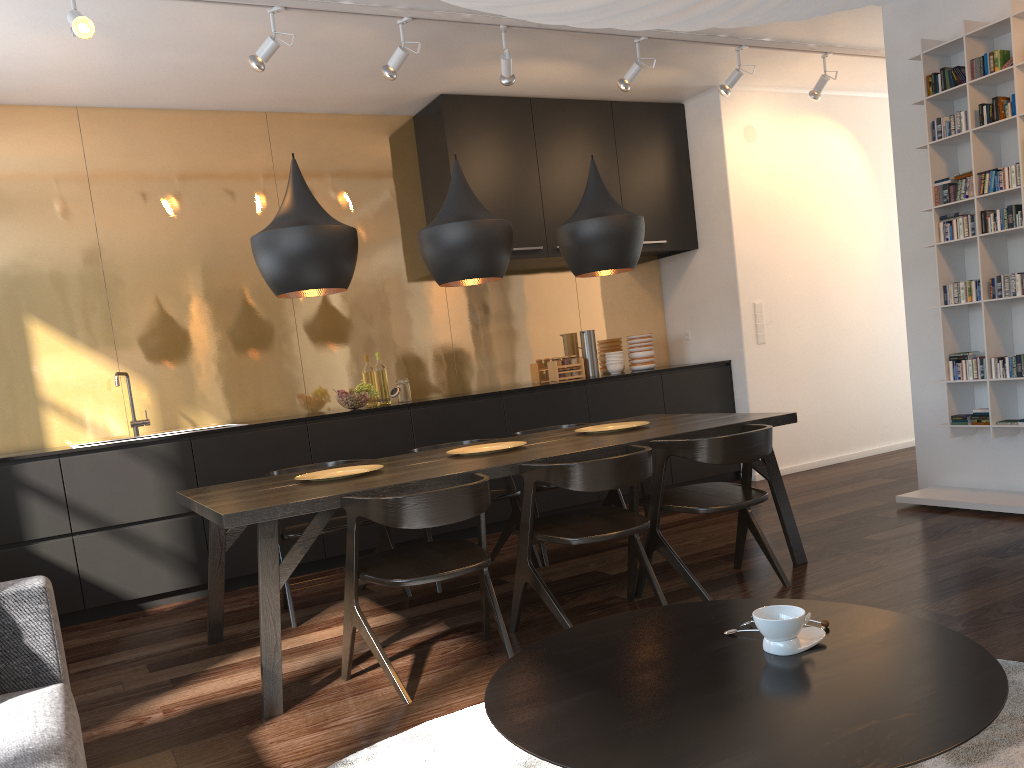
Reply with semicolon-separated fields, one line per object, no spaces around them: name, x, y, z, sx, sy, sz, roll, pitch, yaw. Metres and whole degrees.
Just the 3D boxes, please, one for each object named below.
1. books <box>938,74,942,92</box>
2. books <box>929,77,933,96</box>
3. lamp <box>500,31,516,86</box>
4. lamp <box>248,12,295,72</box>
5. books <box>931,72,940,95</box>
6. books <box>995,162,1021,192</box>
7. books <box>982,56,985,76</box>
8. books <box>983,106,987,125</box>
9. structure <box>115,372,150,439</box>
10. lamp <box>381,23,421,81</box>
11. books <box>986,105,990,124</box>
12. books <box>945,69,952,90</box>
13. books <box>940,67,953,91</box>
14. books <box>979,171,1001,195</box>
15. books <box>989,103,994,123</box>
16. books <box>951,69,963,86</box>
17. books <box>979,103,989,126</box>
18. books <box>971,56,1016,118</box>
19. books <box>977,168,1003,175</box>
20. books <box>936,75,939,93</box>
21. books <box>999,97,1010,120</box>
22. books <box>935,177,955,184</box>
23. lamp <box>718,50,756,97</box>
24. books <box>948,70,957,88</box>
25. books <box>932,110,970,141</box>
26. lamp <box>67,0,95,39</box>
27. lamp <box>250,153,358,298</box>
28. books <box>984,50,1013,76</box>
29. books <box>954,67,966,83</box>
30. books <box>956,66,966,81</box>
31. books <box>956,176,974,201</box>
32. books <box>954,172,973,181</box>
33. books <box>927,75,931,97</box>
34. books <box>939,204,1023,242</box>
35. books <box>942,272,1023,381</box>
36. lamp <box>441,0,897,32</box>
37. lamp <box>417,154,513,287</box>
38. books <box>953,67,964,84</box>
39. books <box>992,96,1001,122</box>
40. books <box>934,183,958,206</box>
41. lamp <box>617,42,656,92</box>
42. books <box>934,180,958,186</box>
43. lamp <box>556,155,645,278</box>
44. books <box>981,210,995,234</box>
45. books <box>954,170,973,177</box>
books;2.204;-1.532;4.509;0.069;0.093;0.014;-9;6;-28
books;2.178;-1.529;4.553;0.069;0.093;0.014;-9;6;-28
lamp;0.133;-0.926;5.464;0.089;1.858;1.823;-6;3;6
lamp;-1.096;-1.562;4.036;0.252;0.240;0.084;-6;5;13
books;2.184;-1.537;4.536;0.068;0.108;0.023;-9;6;-28
books;2.439;-1.004;4.290;0.122;0.113;0.136;-9;3;-28
books;2.319;-1.545;4.318;0.068;0.108;0.012;-9;6;-28
books;2.338;-1.313;4.331;0.069;0.093;0.014;-9;6;-28
structure;-2.138;0.121;4.998;0.109;0.388;0.265;-8;4;-12
lamp;-0.540;-1.634;4.340;0.251;0.241;0.084;-5;5;28
books;2.344;-1.314;4.318;0.069;0.093;0.014;-9;6;-28
books;2.222;-1.537;4.469;0.074;0.100;0.019;-9;6;-28
books;2.212;-1.543;4.490;0.074;0.116;0.029;-9;6;-28
books;2.379;-0.995;4.383;0.095;0.108;0.088;-9;4;-28
books;2.351;-1.315;4.302;0.069;0.093;0.020;-9;6;-28
books;2.243;-1.534;4.432;0.069;0.091;0.046;-9;5;-28
books;2.326;-1.320;4.344;0.068;0.108;0.023;-9;6;-28
books;2.369;-1.438;4.292;0.107;0.335;0.228;-9;5;-27
books;2.370;-1.051;4.369;0.068;0.008;0.107;-8;1;-28
books;2.197;-1.531;4.521;0.069;0.093;0.014;-9;6;-28
books;2.375;-1.325;4.261;0.068;0.108;0.016;-9;6;-28
books;2.254;-1.056;4.584;0.069;0.014;0.093;-7;1;-23
lamp;1.363;-1.885;5.351;0.251;0.241;0.084;-4;5;38
books;2.233;-1.534;4.453;0.069;0.094;0.028;-9;5;-28
books;2.271;-1.320;4.508;0.108;0.113;0.222;-9;3;-28
lamp;-1.749;-1.472;3.529;0.084;0.241;0.251;-11;5;-41
lamp;-0.819;-0.626;3.458;0.411;0.544;0.408;-6;4;5
books;2.373;-1.553;4.249;0.101;0.111;0.160;-9;3;-28
books;2.256;-1.539;4.409;0.068;0.099;0.057;-9;5;-28
books;2.260;-1.539;4.401;0.068;0.099;0.057;-9;5;-28
books;2.328;-0.992;4.487;0.095;0.108;0.114;-9;4;-28
books;2.308;-1.051;4.472;0.068;0.018;0.107;-8;1;-28
books;2.173;-1.536;4.567;0.068;0.108;0.016;-9;6;-28
books;2.393;-0.810;4.457;0.122;0.113;0.467;-9;2;-28
books;2.451;-0.286;4.506;0.122;0.514;0.469;-10;4;-28
lamp;0.381;-0.582;0.756;1.471;0.211;1.462;-7;1;9
lamp;-0.209;-0.706;3.781;0.412;0.544;0.408;-4;5;38
books;2.252;-1.538;4.417;0.068;0.099;0.057;-9;5;-28
books;2.362;-1.328;4.281;0.074;0.116;0.029;-9;6;-28
books;2.270;-0.985;4.595;0.095;0.105;0.101;-9;4;-28
lamp;0.706;-1.798;5.002;0.251;0.241;0.084;-5;5;33
books;2.257;-1.042;4.590;0.069;0.014;0.092;-8;1;-28
lamp;0.401;-0.787;4.104;0.412;0.544;0.408;-6;4;19
books;2.386;-0.810;4.431;0.074;0.116;0.029;-9;6;-28
books;2.315;-1.066;4.473;0.092;0.014;0.112;-8;1;-28
